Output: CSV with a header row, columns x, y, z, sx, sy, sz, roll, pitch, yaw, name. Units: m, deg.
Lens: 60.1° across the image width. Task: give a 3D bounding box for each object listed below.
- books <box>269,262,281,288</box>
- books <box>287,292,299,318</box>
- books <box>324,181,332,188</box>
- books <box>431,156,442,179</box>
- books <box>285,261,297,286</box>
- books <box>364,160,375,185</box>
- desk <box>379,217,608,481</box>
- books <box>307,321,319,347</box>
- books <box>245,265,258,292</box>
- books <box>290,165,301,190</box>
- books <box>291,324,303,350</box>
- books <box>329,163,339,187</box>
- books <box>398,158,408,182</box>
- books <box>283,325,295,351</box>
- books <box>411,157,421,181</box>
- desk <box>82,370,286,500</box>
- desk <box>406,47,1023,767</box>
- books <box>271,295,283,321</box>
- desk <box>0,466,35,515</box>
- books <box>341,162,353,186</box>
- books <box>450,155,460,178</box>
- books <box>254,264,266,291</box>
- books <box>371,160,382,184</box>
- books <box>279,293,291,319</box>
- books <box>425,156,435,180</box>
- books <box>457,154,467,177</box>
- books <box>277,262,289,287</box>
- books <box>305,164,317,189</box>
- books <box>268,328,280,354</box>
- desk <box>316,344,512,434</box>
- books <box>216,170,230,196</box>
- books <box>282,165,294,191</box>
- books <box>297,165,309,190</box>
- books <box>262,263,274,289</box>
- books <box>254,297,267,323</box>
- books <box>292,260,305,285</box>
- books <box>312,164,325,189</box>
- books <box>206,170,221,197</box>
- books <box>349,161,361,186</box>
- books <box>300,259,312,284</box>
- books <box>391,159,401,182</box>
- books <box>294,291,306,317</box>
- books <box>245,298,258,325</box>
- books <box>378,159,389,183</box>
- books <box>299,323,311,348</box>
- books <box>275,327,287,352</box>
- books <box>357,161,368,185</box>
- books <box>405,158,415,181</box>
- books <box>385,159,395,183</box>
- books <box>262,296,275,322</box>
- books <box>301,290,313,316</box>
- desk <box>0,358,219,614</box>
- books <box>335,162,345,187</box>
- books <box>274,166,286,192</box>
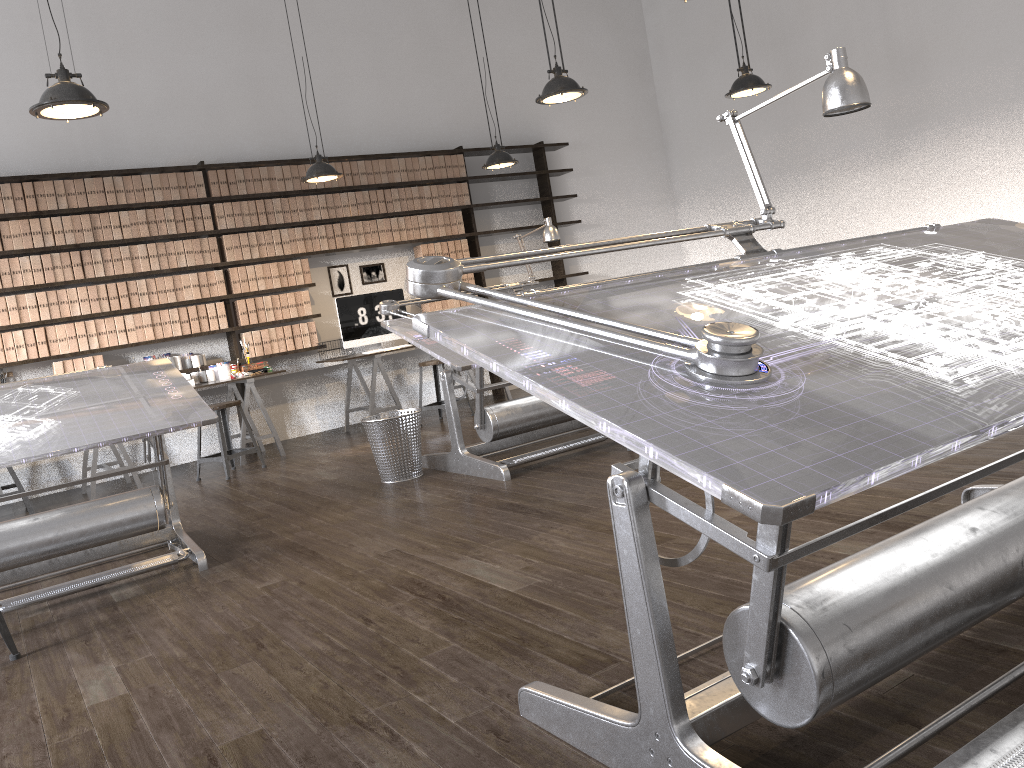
x,y,z,sx,sy,sz,roll,pitch,yaw,name
-2.075,-0.930,7.678,0.067,0.225,0.174,-11,4,-31,books
-1.942,-0.680,7.744,0.067,0.225,0.174,-11,4,-31,books
-1.695,-1.857,7.966,0.067,0.225,0.174,-11,4,-31,books
-0.763,-2.070,8.548,0.067,0.225,0.174,-11,4,-31,books
-1.962,-0.956,7.755,0.067,0.225,0.174,-11,4,-31,books
-1.348,-1.937,8.190,0.067,0.225,0.174,-11,4,-31,books
0.306,-0.343,5.408,2.078,1.383,1.074,-12,4,-31,desk
-1.785,-0.433,7.832,0.067,0.225,0.174,-11,4,-31,books
-2.245,-0.891,7.573,0.067,0.225,0.174,-11,4,-31,books
-1.936,-1.803,7.822,0.067,0.225,0.174,-11,4,-31,books
-1.904,-0.406,7.759,0.067,0.225,0.174,-11,4,-31,books
-1.645,-1.869,8.002,0.067,0.225,0.174,-11,4,-31,books
-1.060,-2.003,8.364,0.067,0.225,0.174,-11,4,-31,books
-1.964,-0.392,7.715,0.067,0.225,0.174,-11,4,-31,books
-0.946,-2.029,8.443,0.067,0.225,0.174,-11,4,-31,books
-2.594,0.379,6.840,1.676,0.668,0.654,-13,5,-31,desk
0.871,-0.115,2.009,2.078,1.383,1.074,-12,4,-31,desk
-2.061,-0.653,7.677,0.067,0.225,0.174,-11,4,-31,books
-4.071,0.717,5.918,1.676,0.668,0.654,-13,5,-31,desk
-1.527,-1.896,8.073,0.067,0.225,0.174,-11,4,-31,books
-0.593,-2.110,8.663,0.067,0.225,0.174,-11,4,-31,books
-2.185,-0.905,7.613,0.067,0.225,0.174,-11,4,-31,books
-1.288,-1.951,8.227,0.067,0.225,0.174,-11,4,-31,books
-2.002,-0.667,7.714,0.067,0.225,0.174,-11,4,-31,books
-0.823,-2.057,8.511,0.067,0.225,0.174,-11,4,-31,books
-0.533,-2.123,8.696,0.067,0.225,0.174,-11,4,-31,books
-2.022,-0.943,7.718,0.067,0.225,0.174,-11,4,-31,books
-1.819,-1.830,7.893,0.067,0.225,0.174,-11,4,-31,books
-2.082,-0.365,7.644,0.067,0.225,0.174,-11,4,-31,books
-0.803,-0.030,7.959,1.676,0.668,0.654,-13,5,-31,desk
-2.459,-1.683,7.490,0.067,0.225,0.174,-11,4,-31,books
-1.993,-1.789,7.781,0.067,0.225,0.174,-11,4,-31,books
-1.879,-1.816,7.860,0.067,0.225,0.174,-11,4,-31,books
-2.133,-0.917,7.647,0.067,0.225,0.174,-11,4,-31,books
-2.180,-0.626,7.603,0.067,0.225,0.174,-11,4,-31,books
-1.901,-0.970,7.789,0.067,0.225,0.174,-11,4,-31,books
-1.756,-1.843,7.928,0.067,0.225,0.174,-11,4,-31,books
-2.524,-1.669,7.456,0.067,0.225,0.174,-11,4,-31,books
-1.467,-1.910,8.117,0.067,0.225,0.174,-11,4,-31,books
-1.844,-0.984,7.830,0.067,0.225,0.174,-11,4,-31,books
-1.122,-1.989,8.328,0.067,0.225,0.174,-11,4,-31,books
-1.889,-0.692,7.783,0.067,0.225,0.174,-11,4,-31,books
-2.240,-0.612,7.559,0.067,0.225,0.174,-11,4,-31,books
-1.229,-1.964,8.258,0.067,0.225,0.174,-11,4,-31,books
-1.842,-0.420,7.792,0.067,0.225,0.174,-11,4,-31,books
-2.029,-0.378,7.681,0.067,0.225,0.174,-11,4,-31,books
-1.405,-1.924,8.150,0.067,0.225,0.174,-11,4,-31,books
-1.004,-2.016,8.404,0.067,0.225,0.174,-11,4,-31,books
-1.175,-1.977,8.297,0.067,0.225,0.174,-11,4,-31,books
-2.118,-0.640,7.636,0.067,0.225,0.174,-11,4,-31,books
-1.835,-0.704,7.815,0.067,0.225,0.174,-11,4,-31,books
-2.499,0.298,3.655,2.290,1.383,1.074,-12,4,-31,desk
-1.591,-1.882,8.039,0.067,0.225,0.174,-11,4,-31,books
-2.055,-1.775,7.745,0.067,0.225,0.174,-11,4,-31,books
